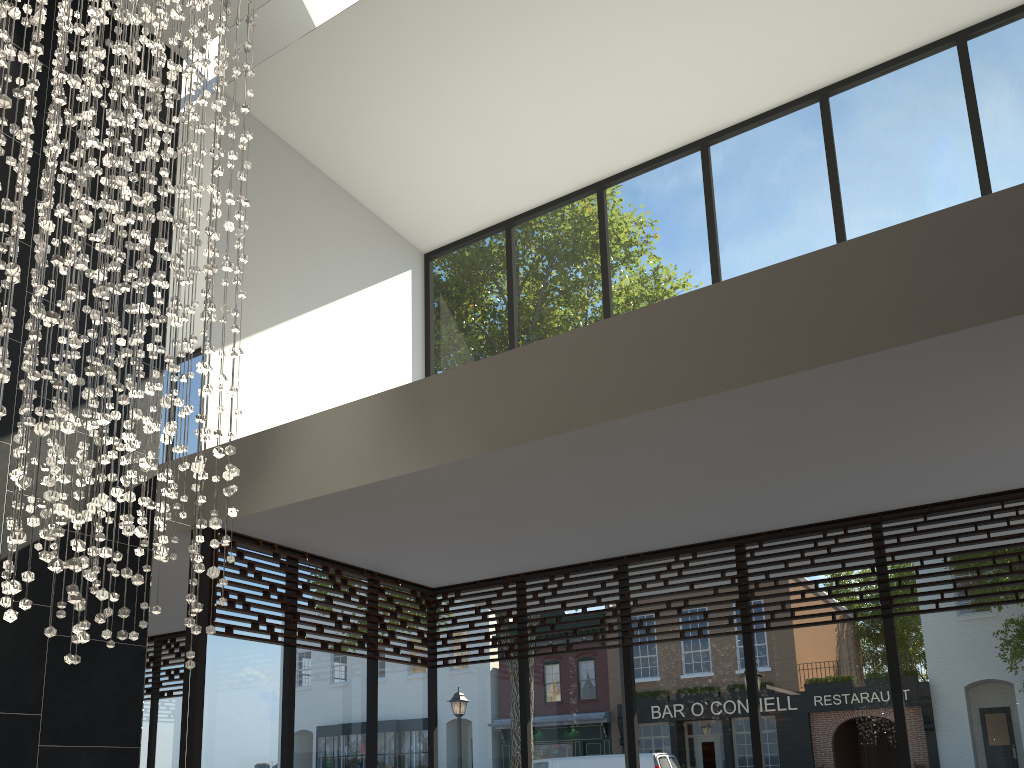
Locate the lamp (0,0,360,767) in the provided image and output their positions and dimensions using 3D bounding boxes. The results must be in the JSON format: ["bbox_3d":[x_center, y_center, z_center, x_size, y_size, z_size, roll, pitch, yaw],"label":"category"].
[{"bbox_3d":[-4.576,-44.145,6.528,406.724,106.827,421.019,13,-28,-30],"label":"lamp"}]

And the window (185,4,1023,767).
[{"bbox_3d":[1.310,0.366,4.720,6.284,5.629,2.452,-14,-19,30],"label":"window"}]
